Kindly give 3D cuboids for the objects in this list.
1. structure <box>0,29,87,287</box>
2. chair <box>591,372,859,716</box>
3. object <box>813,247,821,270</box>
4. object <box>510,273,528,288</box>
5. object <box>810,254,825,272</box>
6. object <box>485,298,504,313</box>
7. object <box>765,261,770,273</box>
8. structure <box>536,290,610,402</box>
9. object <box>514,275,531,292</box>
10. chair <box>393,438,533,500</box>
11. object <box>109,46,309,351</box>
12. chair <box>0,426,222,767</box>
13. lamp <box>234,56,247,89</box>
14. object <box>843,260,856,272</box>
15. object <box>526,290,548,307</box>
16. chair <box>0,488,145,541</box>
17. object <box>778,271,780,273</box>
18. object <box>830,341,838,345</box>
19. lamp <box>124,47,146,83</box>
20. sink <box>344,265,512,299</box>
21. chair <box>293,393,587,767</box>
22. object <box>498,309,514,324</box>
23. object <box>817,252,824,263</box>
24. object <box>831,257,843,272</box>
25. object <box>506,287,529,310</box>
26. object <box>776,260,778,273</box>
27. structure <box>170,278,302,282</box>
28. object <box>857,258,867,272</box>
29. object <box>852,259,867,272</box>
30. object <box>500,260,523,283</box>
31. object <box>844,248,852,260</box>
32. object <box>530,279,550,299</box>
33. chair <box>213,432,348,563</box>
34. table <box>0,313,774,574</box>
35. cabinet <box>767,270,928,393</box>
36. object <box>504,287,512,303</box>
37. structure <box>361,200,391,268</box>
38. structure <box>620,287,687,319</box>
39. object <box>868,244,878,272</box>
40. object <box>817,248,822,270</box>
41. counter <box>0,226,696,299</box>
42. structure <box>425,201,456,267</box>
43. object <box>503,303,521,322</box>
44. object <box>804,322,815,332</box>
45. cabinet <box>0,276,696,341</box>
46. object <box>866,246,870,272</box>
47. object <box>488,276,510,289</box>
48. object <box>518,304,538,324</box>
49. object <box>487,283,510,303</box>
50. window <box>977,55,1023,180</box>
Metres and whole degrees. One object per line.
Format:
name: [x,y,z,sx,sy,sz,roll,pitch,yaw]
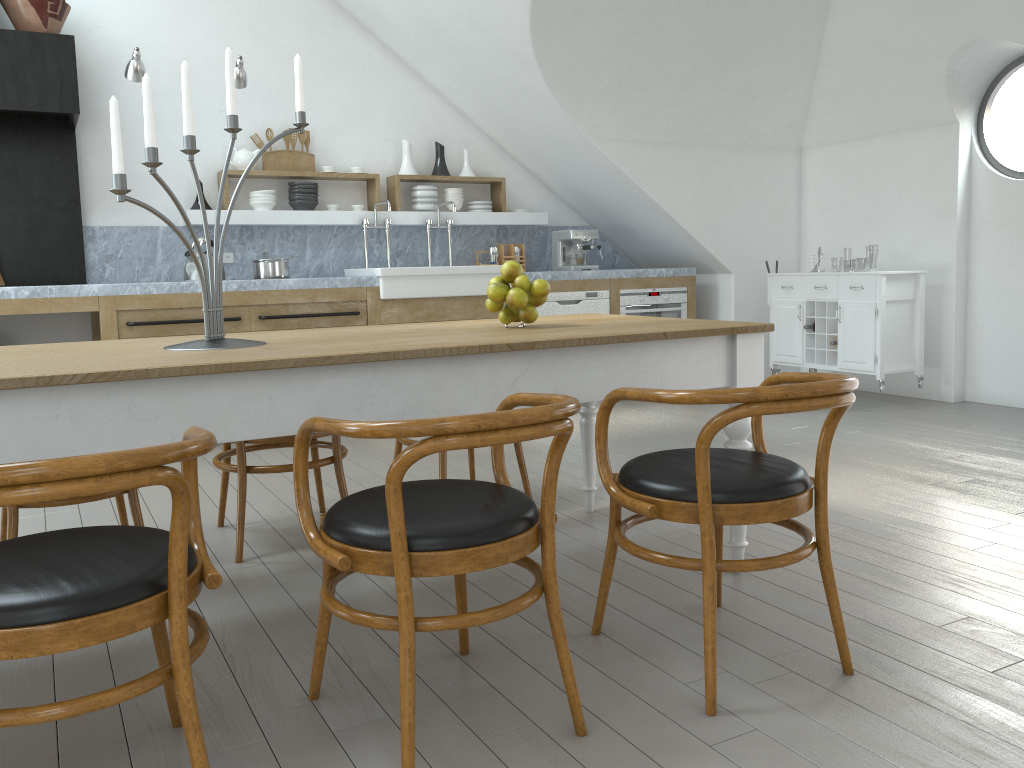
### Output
structure: [-3.059,-1.493,5.025,1.076,1.879,0.782,-5,7,-28]
chair: [0.527,0.329,2.175,0.528,0.733,0.623,-4,7,-25]
object: [2.285,-0.936,6.635,0.054,0.174,0.039,-5,7,-28]
object: [0.025,-0.338,2.914,0.062,0.059,0.062,-5,7,-27]
object: [2.286,-0.899,6.627,0.067,0.137,0.101,-5,7,-28]
object: [-0.056,-0.257,2.849,0.059,0.056,0.060,-6,8,-33]
object: [1.966,-0.801,6.722,0.088,0.268,0.029,3,7,35]
structure: [0.278,-0.280,6.626,0.725,0.820,0.600,-5,7,-28]
object: [0.032,-0.315,2.796,0.053,0.057,0.058,-3,7,-14]
chair: [-0.255,0.149,3.725,0.528,0.733,0.622,-5,7,-31]
object: [-0.775,-0.543,2.427,0.266,0.872,0.777,3,8,36]
chair: [-0.789,0.442,1.567,0.528,0.733,0.623,-5,7,-28]
lamp: [-1.611,-1.833,5.238,0.112,0.176,0.169,-6,8,-36]
object: [2.333,-0.813,6.128,0.077,0.085,0.077,-7,8,-40]
object: [0.077,-0.285,2.860,0.076,0.076,0.077,2,7,29]
chair: [-1.508,0.277,2.998,0.528,0.733,0.622,-5,7,-31]
object: [2.016,-0.739,6.701,0.038,0.261,0.038,-1,6,4]
object: [2.339,-0.290,6.188,0.317,0.082,0.082,-5,8,-28]
lamp: [-2.121,-1.781,4.970,0.115,0.177,0.165,-3,7,-10]
sink: [-0.561,-0.711,6.152,1.022,0.201,0.729,-5,8,-28]
chair: [-0.142,0.383,1.896,0.528,0.733,0.622,-6,8,-33]
object: [-0.018,-0.215,2.824,0.051,0.050,0.050,-4,7,-24]
object: [2.293,-0.919,6.628,0.029,0.136,0.097,-4,7,-25]
object: [2.264,-0.828,6.179,0.082,0.105,0.082,-3,7,-15]
object: [0.016,-0.266,2.773,0.071,0.072,0.071,2,7,26]
object: [1.992,-0.796,6.674,0.029,0.268,0.088,-2,6,-2]
structure: [-1.758,-0.640,5.622,0.738,0.041,0.649,-5,8,-28]
object: [2.399,-0.815,6.078,0.071,0.098,0.071,-2,6,-5]
object: [2.416,-0.825,6.168,0.093,0.093,0.094,-7,9,-40]
object: [0.000,-0.359,2.835,0.072,0.074,0.072,-5,7,-28]
object: [2.344,-0.864,6.189,0.048,0.169,0.048,-6,8,-40]
object: [0.089,-0.301,2.802,0.063,0.063,0.062,1,7,24]
chair: [-0.896,0.209,3.394,0.528,0.733,0.623,-4,7,-25]
table: [-0.896,0.299,2.422,3.352,0.796,1.021,-5,8,-28]
cabinet: [2.326,-0.401,6.318,0.497,0.787,1.137,-5,8,-28]
object: [-0.008,-0.292,2.914,0.062,0.059,0.062,-4,7,-24]
structure: [-0.885,-1.021,6.271,0.333,0.528,0.214,4,8,42]
structure: [0.942,-0.438,6.969,0.633,0.634,0.632,-5,7,-28]
object: [2.462,-0.856,6.038,0.063,0.186,0.063,-7,8,-43]
object: [2.287,-0.929,6.600,0.024,0.164,0.039,-3,6,-15]
counter: [-1.574,-0.930,5.776,6.582,0.618,0.964,-5,8,-28]
structure: [-0.455,-1.062,6.501,0.333,0.528,0.214,4,8,42]
object: [0.011,-0.238,2.883,0.080,0.074,0.078,0,7,17]
object: [2.209,-0.408,6.335,0.317,0.084,0.082,-5,7,-27]
cabinet: [-1.606,-0.109,5.803,6.435,1.019,1.006,-5,8,-28]
object: [2.462,-0.861,6.102,0.054,0.178,0.054,3,7,39]
object: [-0.042,-0.314,2.863,0.066,0.071,0.073,2,8,31]
object: [0.052,-0.224,2.822,0.064,0.063,0.063,-4,7,-17]
object: [-0.043,-0.287,2.792,0.072,0.063,0.071,-6,8,-35]
window: [3.344,-1.704,5.625,0.060,0.897,0.902,-5,7,-28]
